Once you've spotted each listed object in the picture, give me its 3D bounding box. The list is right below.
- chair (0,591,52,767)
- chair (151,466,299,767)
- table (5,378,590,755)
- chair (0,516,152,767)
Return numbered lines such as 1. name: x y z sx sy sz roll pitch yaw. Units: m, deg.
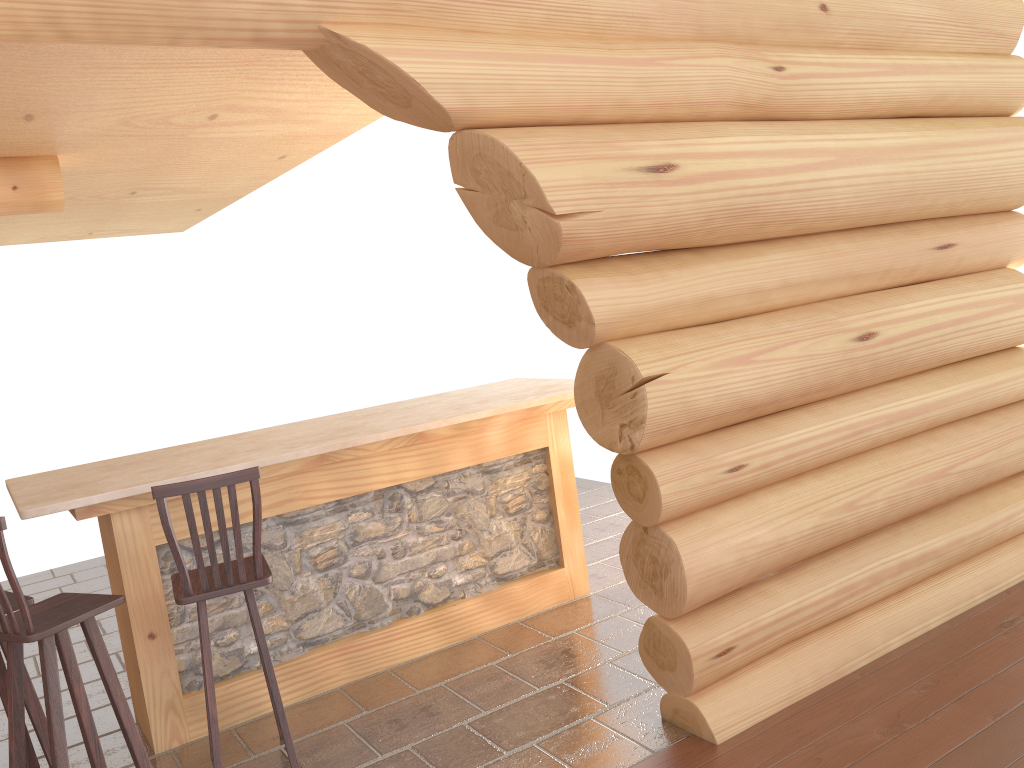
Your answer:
1. chair: -2.317 1.155 3.755 0.406 1.319 0.504 -3 8 38
2. chair: -1.193 1.003 3.745 0.406 1.319 0.504 -10 6 -22
3. table: -0.906 0.858 5.041 3.220 1.257 1.196 -11 7 -32
4. chair: -1.841 1.112 3.546 0.406 1.319 0.504 -5 7 26
